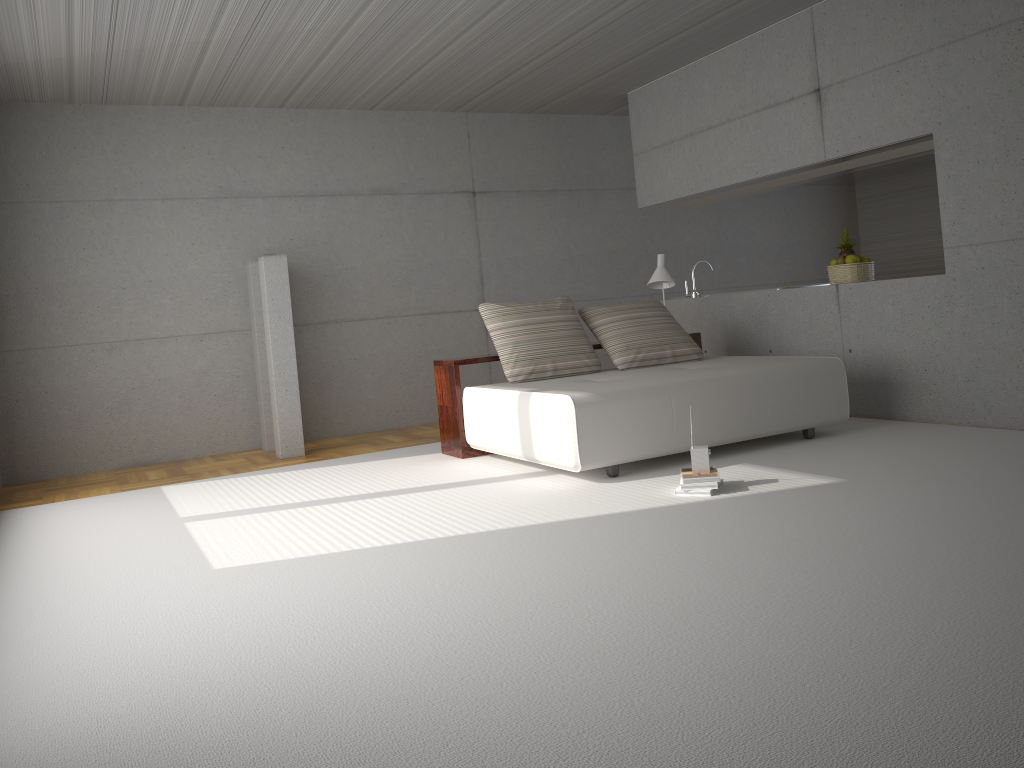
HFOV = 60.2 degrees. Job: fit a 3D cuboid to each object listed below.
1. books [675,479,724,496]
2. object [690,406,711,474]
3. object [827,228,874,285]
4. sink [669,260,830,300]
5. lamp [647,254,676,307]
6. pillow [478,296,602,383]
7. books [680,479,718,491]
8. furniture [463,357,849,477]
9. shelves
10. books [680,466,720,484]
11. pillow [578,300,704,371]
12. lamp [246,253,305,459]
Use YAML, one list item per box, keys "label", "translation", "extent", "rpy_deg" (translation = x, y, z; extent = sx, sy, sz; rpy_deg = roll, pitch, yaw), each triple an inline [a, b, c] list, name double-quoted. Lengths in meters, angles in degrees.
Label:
- label: "books"
  translation: [0.985, 0.542, 4.635]
  extent: [0.188, 0.032, 0.266]
  rpy_deg: [-3, 5, 28]
- label: "object"
  translation: [0.967, 0.283, 4.593]
  extent: [0.090, 0.366, 0.186]
  rpy_deg: [-5, 1, 15]
- label: "object"
  translation: [2.719, -1.036, 7.141]
  extent: [0.370, 0.442, 0.332]
  rpy_deg: [-7, 2, -41]
- label: "sink"
  translation: [2.159, -0.935, 8.331]
  extent: [0.769, 0.539, 1.701]
  rpy_deg: [-7, 4, -26]
- label: "lamp"
  translation: [1.304, -0.767, 7.541]
  extent: [0.324, 0.700, 0.243]
  rpy_deg: [-6, 1, -45]
- label: "pillow"
  translation: [0.224, -0.344, 6.619]
  extent: [0.803, 0.609, 0.489]
  rpy_deg: [-7, 2, -27]
- label: "books"
  translation: [0.982, 0.510, 4.635]
  extent: [0.189, 0.032, 0.266]
  rpy_deg: [-4, 5, 13]
- label: "furniture"
  translation: [0.959, 0.178, 6.187]
  extent: [2.176, 0.521, 1.611]
  rpy_deg: [-7, 5, -26]
- label: "shelves"
  translation: [0.522, 0.050, 7.083]
  extent: [2.258, 0.715, 0.399]
  rpy_deg: [-7, 2, -26]
- label: "books"
  translation: [0.984, 0.477, 4.639]
  extent: [0.189, 0.032, 0.265]
  rpy_deg: [-5, 4, 8]
- label: "pillow"
  translation: [1.014, -0.392, 6.953]
  extent: [0.809, 0.517, 0.577]
  rpy_deg: [-7, 3, -25]
- label: "lamp"
  translation: [-2.058, -0.247, 7.652]
  extent: [0.201, 1.691, 0.796]
  rpy_deg: [-5, 1, -26]
